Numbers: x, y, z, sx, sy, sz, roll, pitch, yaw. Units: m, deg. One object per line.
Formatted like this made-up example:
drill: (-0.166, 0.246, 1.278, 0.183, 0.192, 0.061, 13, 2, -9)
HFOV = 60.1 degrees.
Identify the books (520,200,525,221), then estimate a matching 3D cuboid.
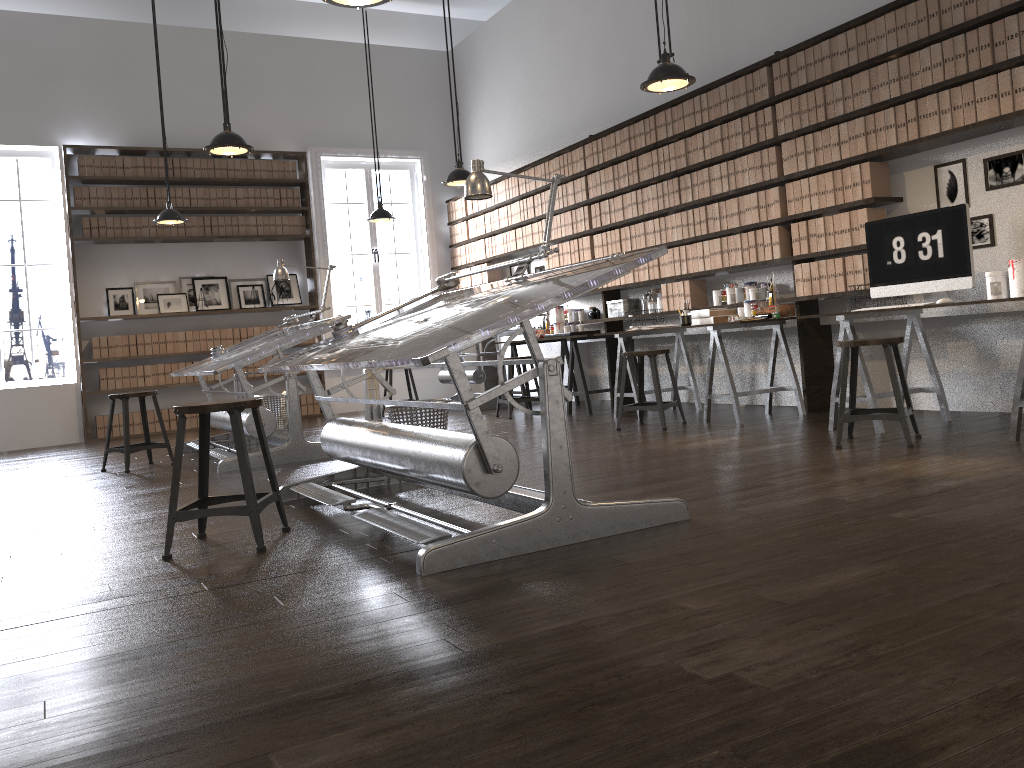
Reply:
books: (0.179, -1.800, 9.218, 0.175, 0.226, 0.067, -5, 0, -28)

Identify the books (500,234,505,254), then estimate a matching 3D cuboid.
books: (-0.031, -1.527, 9.654, 0.175, 0.226, 0.066, -5, 0, -28)

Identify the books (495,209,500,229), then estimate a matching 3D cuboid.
books: (-0.082, -1.801, 9.709, 0.175, 0.226, 0.067, -5, 0, -28)

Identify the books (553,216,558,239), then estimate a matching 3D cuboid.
books: (0.501, -1.532, 8.666, 0.175, 0.226, 0.066, -5, 0, -28)

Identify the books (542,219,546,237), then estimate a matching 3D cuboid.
books: (0.397, -1.532, 8.851, 0.175, 0.226, 0.066, -5, 0, -28)

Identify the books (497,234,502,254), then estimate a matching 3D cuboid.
books: (-0.062, -1.527, 9.719, 0.175, 0.226, 0.066, -5, 0, -28)

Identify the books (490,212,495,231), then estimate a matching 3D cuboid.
books: (-0.142, -1.802, 9.834, 0.175, 0.226, 0.066, -5, 0, -28)

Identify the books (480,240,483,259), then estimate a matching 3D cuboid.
books: (-0.271, -1.536, 10.111, 0.175, 0.225, 0.066, -5, 0, -28)

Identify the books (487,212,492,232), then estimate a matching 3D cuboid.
books: (-0.179, -1.802, 9.894, 0.175, 0.226, 0.066, -5, 0, -28)

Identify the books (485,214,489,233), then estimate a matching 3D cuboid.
books: (-0.208, -1.802, 9.959, 0.175, 0.226, 0.066, -5, 0, -28)

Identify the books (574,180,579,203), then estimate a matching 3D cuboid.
books: (0.676, -1.799, 8.297, 0.175, 0.225, 0.066, -5, 0, -28)

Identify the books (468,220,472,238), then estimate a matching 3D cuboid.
books: (-0.410, -1.803, 10.330, 0.175, 0.226, 0.066, -5, 0, -28)

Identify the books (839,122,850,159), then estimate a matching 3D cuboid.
books: (2.152, -1.524, 5.568, 0.175, 0.225, 0.066, -5, 0, -28)

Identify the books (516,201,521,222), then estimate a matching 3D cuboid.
books: (0.146, -1.800, 9.282, 0.175, 0.226, 0.066, -5, 0, -28)

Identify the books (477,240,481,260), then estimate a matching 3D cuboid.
books: (-0.305, -1.536, 10.178, 0.175, 0.226, 0.066, -5, 0, -28)

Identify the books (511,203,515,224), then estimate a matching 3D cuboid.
books: (0.085, -1.801, 9.410, 0.175, 0.226, 0.066, -5, 0, -28)

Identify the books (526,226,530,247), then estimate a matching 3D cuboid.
books: (0.239, -1.526, 9.160, 0.175, 0.226, 0.066, -5, 0, -28)

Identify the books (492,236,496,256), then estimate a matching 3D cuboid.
books: (-0.126, -1.528, 9.843, 0.175, 0.226, 0.066, -5, 0, -28)

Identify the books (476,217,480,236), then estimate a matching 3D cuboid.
books: (-0.311, -1.803, 10.147, 0.175, 0.225, 0.066, -5, 0, -28)

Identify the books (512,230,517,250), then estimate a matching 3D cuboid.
books: (0.099, -1.527, 9.412, 0.175, 0.226, 0.067, -5, 0, -28)

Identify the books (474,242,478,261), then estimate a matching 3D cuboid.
books: (-0.336, -1.536, 10.240, 0.175, 0.226, 0.066, -5, 0, -28)

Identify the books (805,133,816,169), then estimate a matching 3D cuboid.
books: (2.019, -1.525, 5.817, 0.175, 0.226, 0.066, -5, 0, -28)

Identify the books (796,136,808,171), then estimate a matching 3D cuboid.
books: (1.982, -1.525, 5.879, 0.175, 0.226, 0.066, -5, 0, -28)

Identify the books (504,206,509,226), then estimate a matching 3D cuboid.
books: (0.014, -1.801, 9.531, 0.175, 0.226, 0.067, -5, 0, -28)

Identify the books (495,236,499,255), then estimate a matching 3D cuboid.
books: (-0.092, -1.528, 9.782, 0.175, 0.226, 0.066, -5, 0, -28)

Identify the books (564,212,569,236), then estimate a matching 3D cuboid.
books: (0.597, -1.532, 8.485, 0.175, 0.225, 0.066, -5, 0, -28)

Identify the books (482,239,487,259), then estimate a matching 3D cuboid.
books: (-0.245, -1.535, 10.053, 0.175, 0.226, 0.067, -5, 0, -28)

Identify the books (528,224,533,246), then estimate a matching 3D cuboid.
books: (0.266, -1.526, 9.098, 0.175, 0.226, 0.067, -5, 0, -28)

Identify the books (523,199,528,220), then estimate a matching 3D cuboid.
books: (0.213, -1.801, 9.164, 0.175, 0.225, 0.066, -5, 0, -28)

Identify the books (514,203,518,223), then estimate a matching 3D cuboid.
books: (0.114, -1.801, 9.347, 0.175, 0.226, 0.066, -5, 0, -28)

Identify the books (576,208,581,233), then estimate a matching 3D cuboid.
books: (0.695, -1.532, 8.305, 0.175, 0.226, 0.066, -5, 0, -28)

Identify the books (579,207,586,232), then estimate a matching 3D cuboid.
books: (0.724, -1.531, 8.240, 0.175, 0.226, 0.066, -5, 0, -28)

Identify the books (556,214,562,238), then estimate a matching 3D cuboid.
books: (0.531, -1.532, 8.603, 0.175, 0.226, 0.067, -5, 0, -28)

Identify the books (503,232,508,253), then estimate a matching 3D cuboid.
books: (0.003, -1.527, 9.590, 0.175, 0.226, 0.067, -5, 0, -28)

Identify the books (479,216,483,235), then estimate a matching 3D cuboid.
books: (-0.278, -1.803, 10.090, 0.175, 0.225, 0.066, -5, 0, -28)

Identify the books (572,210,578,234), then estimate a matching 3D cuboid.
books: (0.661, -1.532, 8.367, 0.175, 0.226, 0.066, -5, 0, -28)

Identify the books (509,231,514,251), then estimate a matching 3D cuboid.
books: (0.069, -1.527, 9.480, 0.175, 0.225, 0.066, -5, 0, -28)

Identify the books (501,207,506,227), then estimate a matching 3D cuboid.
books: (-0.018, -1.801, 9.596, 0.175, 0.225, 0.066, -5, 0, -28)

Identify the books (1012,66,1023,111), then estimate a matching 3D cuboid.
books: (2.678, -1.522, 4.581, 0.175, 0.226, 0.066, -5, 0, -28)

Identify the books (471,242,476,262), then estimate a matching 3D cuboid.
books: (-0.372, -1.536, 10.300, 0.175, 0.226, 0.066, -5, 0, -28)

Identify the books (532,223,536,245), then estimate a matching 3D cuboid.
books: (0.301, -1.526, 9.041, 0.175, 0.225, 0.066, -5, 0, -28)

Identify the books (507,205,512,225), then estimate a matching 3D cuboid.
books: (0.051, -1.801, 9.471, 0.175, 0.226, 0.066, -5, 0, -28)

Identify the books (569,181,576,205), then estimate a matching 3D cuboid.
books: (0.641, -1.798, 8.354, 0.175, 0.226, 0.067, -5, 0, -28)

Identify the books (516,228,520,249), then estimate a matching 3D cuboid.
books: (0.139, -1.527, 9.348, 0.175, 0.226, 0.066, -5, 0, -28)

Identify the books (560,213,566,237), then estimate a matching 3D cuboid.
books: (0.566, -1.532, 8.540, 0.175, 0.225, 0.066, -5, 0, -28)

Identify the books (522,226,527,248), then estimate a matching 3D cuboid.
books: (0.206, -1.527, 9.223, 0.175, 0.226, 0.066, -5, 0, -28)

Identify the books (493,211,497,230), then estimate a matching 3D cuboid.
books: (-0.109, -1.802, 9.771, 0.175, 0.226, 0.066, -5, 0, -28)

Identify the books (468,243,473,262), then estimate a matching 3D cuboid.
books: (-0.410, -1.536, 10.362, 0.175, 0.226, 0.066, -5, 0, -28)

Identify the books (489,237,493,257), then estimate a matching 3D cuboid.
books: (-0.163, -1.528, 9.903, 0.175, 0.226, 0.067, -5, 0, -28)

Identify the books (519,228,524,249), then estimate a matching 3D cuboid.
books: (0.169, -1.526, 9.283, 0.175, 0.226, 0.066, -5, 0, -28)

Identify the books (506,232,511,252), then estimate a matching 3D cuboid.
books: (0.036, -1.527, 9.536, 0.175, 0.225, 0.066, -5, 0, -28)

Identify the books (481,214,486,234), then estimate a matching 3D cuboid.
books: (-0.248, -1.802, 10.022, 0.175, 0.226, 0.067, -5, 0, -28)

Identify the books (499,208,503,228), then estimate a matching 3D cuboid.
books: (-0.046, -1.802, 9.652, 0.175, 0.225, 0.066, -5, 0, -28)

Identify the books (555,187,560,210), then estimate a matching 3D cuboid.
books: (0.511, -1.799, 8.604, 0.175, 0.225, 0.066, -5, 0, -28)

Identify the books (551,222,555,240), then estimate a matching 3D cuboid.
books: (0.470, -1.533, 8.729, 0.175, 0.226, 0.066, -5, 0, -28)

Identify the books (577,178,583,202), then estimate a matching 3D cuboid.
books: (0.704, -1.798, 8.241, 0.175, 0.225, 0.066, -5, 0, -28)

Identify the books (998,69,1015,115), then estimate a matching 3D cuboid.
books: (2.641, -1.522, 4.643, 0.175, 0.226, 0.066, -5, 0, -28)

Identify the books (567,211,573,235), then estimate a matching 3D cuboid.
books: (0.625, -1.531, 8.424, 0.175, 0.226, 0.067, -5, 0, -28)

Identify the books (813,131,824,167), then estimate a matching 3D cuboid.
books: (2.055, -1.525, 5.757, 0.175, 0.226, 0.066, -5, 0, -28)
